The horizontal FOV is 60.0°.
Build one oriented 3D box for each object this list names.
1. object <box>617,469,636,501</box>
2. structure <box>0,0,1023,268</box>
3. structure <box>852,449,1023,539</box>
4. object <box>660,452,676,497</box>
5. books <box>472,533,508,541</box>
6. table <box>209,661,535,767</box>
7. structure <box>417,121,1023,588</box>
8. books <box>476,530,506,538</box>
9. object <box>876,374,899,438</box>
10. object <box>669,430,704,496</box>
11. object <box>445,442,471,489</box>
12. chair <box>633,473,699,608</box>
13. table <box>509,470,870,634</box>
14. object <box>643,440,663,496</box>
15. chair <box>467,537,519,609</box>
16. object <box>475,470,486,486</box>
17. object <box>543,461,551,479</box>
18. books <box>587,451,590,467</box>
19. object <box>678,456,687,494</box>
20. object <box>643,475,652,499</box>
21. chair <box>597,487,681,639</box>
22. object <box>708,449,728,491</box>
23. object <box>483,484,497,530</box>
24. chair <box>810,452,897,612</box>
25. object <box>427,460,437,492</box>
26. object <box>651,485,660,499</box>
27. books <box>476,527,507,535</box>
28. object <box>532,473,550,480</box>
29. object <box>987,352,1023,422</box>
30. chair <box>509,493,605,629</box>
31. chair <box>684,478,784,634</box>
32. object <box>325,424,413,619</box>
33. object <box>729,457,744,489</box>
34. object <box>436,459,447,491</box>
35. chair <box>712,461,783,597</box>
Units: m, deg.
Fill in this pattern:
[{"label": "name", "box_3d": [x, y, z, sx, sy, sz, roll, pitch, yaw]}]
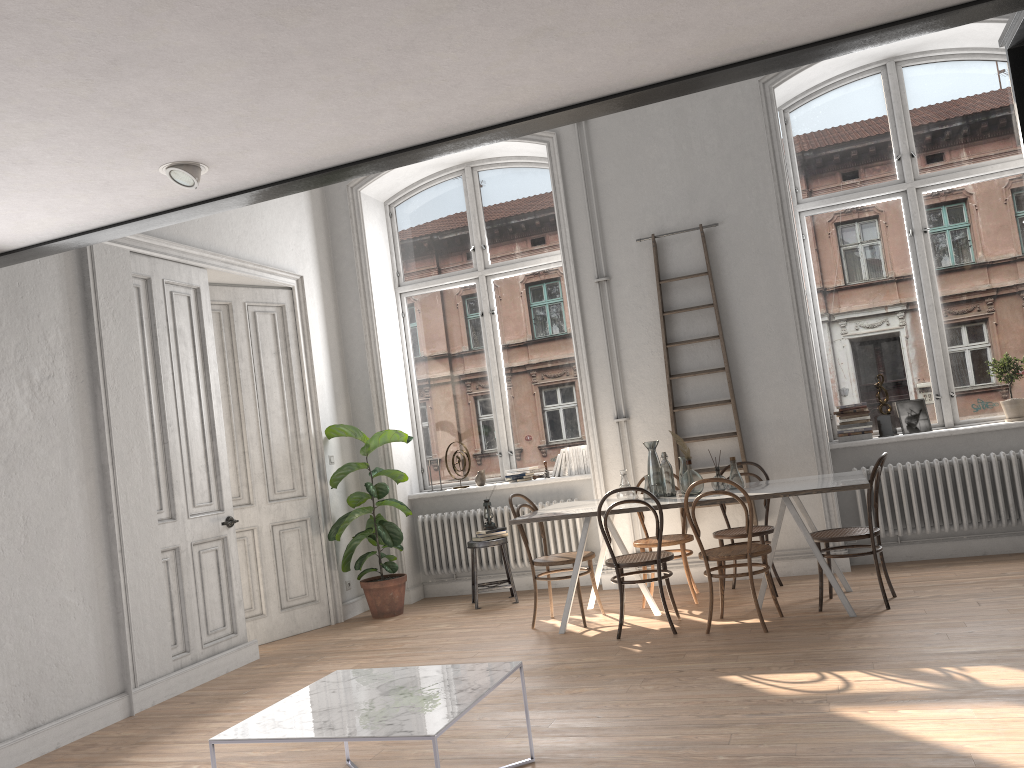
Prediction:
[{"label": "object", "box_3d": [0.764, 0.689, 5.980, 0.132, 0.219, 0.132, -8, -4, 8]}, {"label": "structure", "box_3d": [-0.807, -1.611, 1.589, 5.929, 1.212, 4.158, -9, -4, 19]}, {"label": "structure", "box_3d": [3.331, 0.806, 6.565, 1.578, 0.552, 0.194, -9, -4, 19]}, {"label": "object", "box_3d": [1.051, 0.612, 6.017, 0.086, 0.301, 0.086, -8, -4, 5]}, {"label": "books", "box_3d": [-0.181, 1.269, 7.362, 0.246, 0.034, 0.194, -5, -5, -31]}, {"label": "table", "box_3d": [-0.470, 1.351, 3.267, 0.849, 0.392, 0.849, -9, -4, 19]}, {"label": "structure", "box_3d": [1.354, -0.660, 7.203, 5.184, 4.471, 0.340, -9, -4, 19]}, {"label": "books", "box_3d": [-0.172, 1.242, 7.363, 0.232, 0.029, 0.163, -7, -4, -10]}, {"label": "object", "box_3d": [2.893, 0.165, 6.901, 0.122, 0.488, 0.102, -11, -5, 43]}, {"label": "object", "box_3d": [1.172, 0.513, 5.883, 0.157, 0.446, 0.157, -10, -5, 37]}, {"label": "object", "box_3d": [-0.483, 0.734, 8.048, 0.087, 0.425, 0.348, -5, -5, -39]}, {"label": "chair", "box_3d": [1.110, 1.114, 6.478, 0.438, 0.920, 0.549, -9, -4, 17]}, {"label": "table", "box_3d": [1.238, 1.125, 5.896, 2.201, 0.779, 1.100, -9, -4, 19]}, {"label": "object", "box_3d": [0.990, 0.589, 6.157, 0.116, 0.382, 0.116, -10, -4, 30]}, {"label": "chair", "box_3d": [-0.172, 1.543, 7.319, 0.364, 0.522, 0.360, -7, -4, -8]}, {"label": "object", "box_3d": [-0.286, 0.845, 7.973, 0.100, 0.142, 0.102, -7, -4, -6]}, {"label": "object", "box_3d": [0.301, 0.746, 7.733, 0.048, 0.153, 0.088, -7, -4, -11]}, {"label": "books", "box_3d": [0.694, 0.643, 7.668, 0.024, 0.243, 0.175, -9, -4, 19]}, {"label": "object", "box_3d": [1.184, 0.620, 6.047, 0.098, 0.255, 0.100, -7, -4, -4]}, {"label": "object", "box_3d": [0.929, 0.704, 6.057, 0.083, 0.158, 0.083, -8, -4, 15]}, {"label": "chair", "box_3d": [0.794, 1.091, 5.593, 0.438, 0.920, 0.549, -8, -4, 14]}, {"label": "object", "box_3d": [1.367, 0.571, 5.897, 0.107, 0.283, 0.107, -8, -4, 14]}, {"label": "object", "box_3d": [-0.180, 1.018, 7.401, 0.163, 0.383, 0.154, -7, -4, -8]}, {"label": "chair", "box_3d": [2.123, 0.913, 5.543, 0.549, 0.920, 0.438, -10, -4, 31]}, {"label": "object", "box_3d": [-0.749, 0.848, 8.178, 0.095, 0.288, 0.095, -4, -5, -40]}, {"label": "object", "box_3d": [0.959, 0.724, 5.945, 0.058, 0.094, 0.058, -4, -5, -43]}, {"label": "books", "box_3d": [-0.173, 1.220, 7.364, 0.221, 0.027, 0.147, -4, -5, -39]}, {"label": "object", "box_3d": [0.246, 0.811, 7.810, 0.153, 0.048, 0.088, -5, -5, -31]}, {"label": "object", "box_3d": [3.813, 0.004, 6.586, 0.500, 0.523, 0.234, -8, -4, 8]}, {"label": "chair", "box_3d": [0.308, 1.199, 6.194, 0.549, 0.920, 0.438, -9, -4, 27]}, {"label": "chair", "box_3d": [1.330, 1.005, 5.370, 0.438, 0.920, 0.549, -10, -4, 30]}, {"label": "object", "box_3d": [1.137, 0.638, 6.394, 5.830, 1.841, 0.792, -9, -4, 24]}, {"label": "object", "box_3d": [1.490, 0.593, 5.934, 0.101, 0.211, 0.101, -5, -4, -32]}, {"label": "object", "box_3d": [-0.658, 0.829, 8.086, 0.095, 0.288, 0.095, -11, -5, 41]}, {"label": "chair", "box_3d": [1.672, 1.033, 6.367, 0.438, 0.920, 0.549, -9, -4, 26]}]
